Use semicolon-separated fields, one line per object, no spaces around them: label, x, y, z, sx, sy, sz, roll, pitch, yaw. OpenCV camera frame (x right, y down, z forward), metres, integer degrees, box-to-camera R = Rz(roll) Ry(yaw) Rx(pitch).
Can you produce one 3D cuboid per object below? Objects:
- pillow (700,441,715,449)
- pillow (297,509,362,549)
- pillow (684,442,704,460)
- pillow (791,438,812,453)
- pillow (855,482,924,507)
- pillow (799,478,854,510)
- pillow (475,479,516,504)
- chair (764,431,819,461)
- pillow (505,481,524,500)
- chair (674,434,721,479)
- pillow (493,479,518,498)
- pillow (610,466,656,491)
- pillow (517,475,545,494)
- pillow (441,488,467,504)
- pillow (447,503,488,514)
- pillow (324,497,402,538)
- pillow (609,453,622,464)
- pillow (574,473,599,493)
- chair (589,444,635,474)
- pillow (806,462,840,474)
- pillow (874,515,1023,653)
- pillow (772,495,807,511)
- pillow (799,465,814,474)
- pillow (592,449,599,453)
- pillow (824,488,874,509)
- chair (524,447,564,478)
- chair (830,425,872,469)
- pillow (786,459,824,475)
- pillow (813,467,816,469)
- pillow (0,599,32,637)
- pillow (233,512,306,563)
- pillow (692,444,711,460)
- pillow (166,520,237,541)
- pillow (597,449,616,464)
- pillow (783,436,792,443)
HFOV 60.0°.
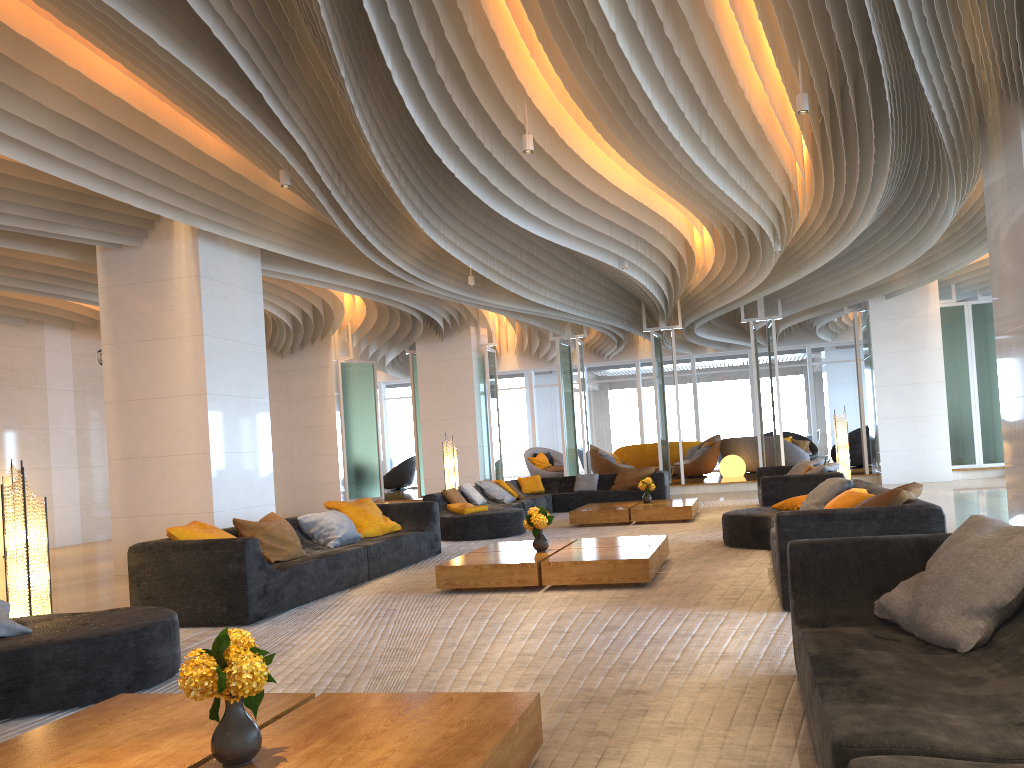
pillow;4.680;1.586;21.244;0.373;0.421;0.604;-3;-3;-8
pillow;-1.653;1.344;8.102;0.417;0.376;0.592;-5;-4;16
pillow;4.436;1.646;21.558;0.478;0.453;0.615;-2;-4;-25
pillow;7.340;1.566;22.570;0.501;0.408;0.467;-4;-3;11
pillow;2.249;0.824;5.537;0.540;0.377;0.649;-6;-4;36
pillow;2.754;1.031;7.770;0.458;0.416;0.671;-4;-4;14
pillow;-0.251;1.646;13.604;0.543;0.376;0.656;-4;-4;9
chair;6.995;1.675;22.492;1.521;1.004;1.136;-3;-3;-4
pillow;-0.012;1.688;14.060;0.333;0.318;0.409;-3;-3;-18
chair;4.439;1.740;21.227;1.135;1.003;1.523;-4;-4;2
pillow;-0.122;1.657;13.923;0.328;0.334;0.419;-3;-3;-20
pillow;2.052;1.602;15.057;0.630;0.377;0.556;-6;-4;36
pillow;0.327;1.750;15.429;0.412;0.315;0.339;-3;-3;-14
pillow;-0.731;1.543;11.846;0.326;0.310;0.428;-5;-3;16
pillow;-0.576;1.607;11.487;0.423;0.135;0.405;0;-6;-42
pillow;-1.497;1.347;8.996;0.540;0.377;0.649;-6;-4;36
pillow;2.424;1.797;21.458;0.457;0.408;0.512;-6;-4;36
pillow;1.273;1.695;15.219;0.404;0.312;0.325;-5;-3;16
chair;2.339;1.868;21.107;1.124;1.003;1.537;-5;-4;22
pillow;3.555;1.138;10.505;0.540;0.377;0.649;-6;-4;36
pillow;1.608;0.670;3.099;0.550;0.377;0.637;-3;-4;-8
pillow;2.788;1.127;8.301;0.592;0.192;0.445;-2;-4;-22
pillow;3.987;1.275;12.205;0.320;0.312;0.411;-4;-3;12
pillow;2.093;1.750;21.183;0.369;0.421;0.611;-4;-4;12
pillow;2.393;0.961;6.385;0.447;0.393;0.643;-4;-4;13
chair;1.026;2.157;23.634;1.541;1.004;1.122;-1;-4;-34
chair;8.157;1.453;20.672;1.529;1.004;1.130;-3;-3;-14
pillow;4.217;1.298;13.024;0.550;0.377;0.637;-3;-4;-8
pillow;3.673;1.199;11.009;0.319;0.312;0.412;-5;-3;16
pillow;-2.583;1.107;4.224;0.435;0.246;0.464;0;-5;-41
pillow;-1.923;1.242;7.088;0.440;0.409;0.607;-5;-4;16
pillow;4.465;1.617;20.874;0.460;0.408;0.509;-5;-3;16
pillow;-2.159;1.187;6.478;0.550;0.377;0.637;-3;-4;-8
pillow;2.213;1.730;20.799;0.473;0.453;0.621;-3;-3;-5
pillow;6.959;1.558;22.743;0.610;0.421;0.370;-3;-3;-13
